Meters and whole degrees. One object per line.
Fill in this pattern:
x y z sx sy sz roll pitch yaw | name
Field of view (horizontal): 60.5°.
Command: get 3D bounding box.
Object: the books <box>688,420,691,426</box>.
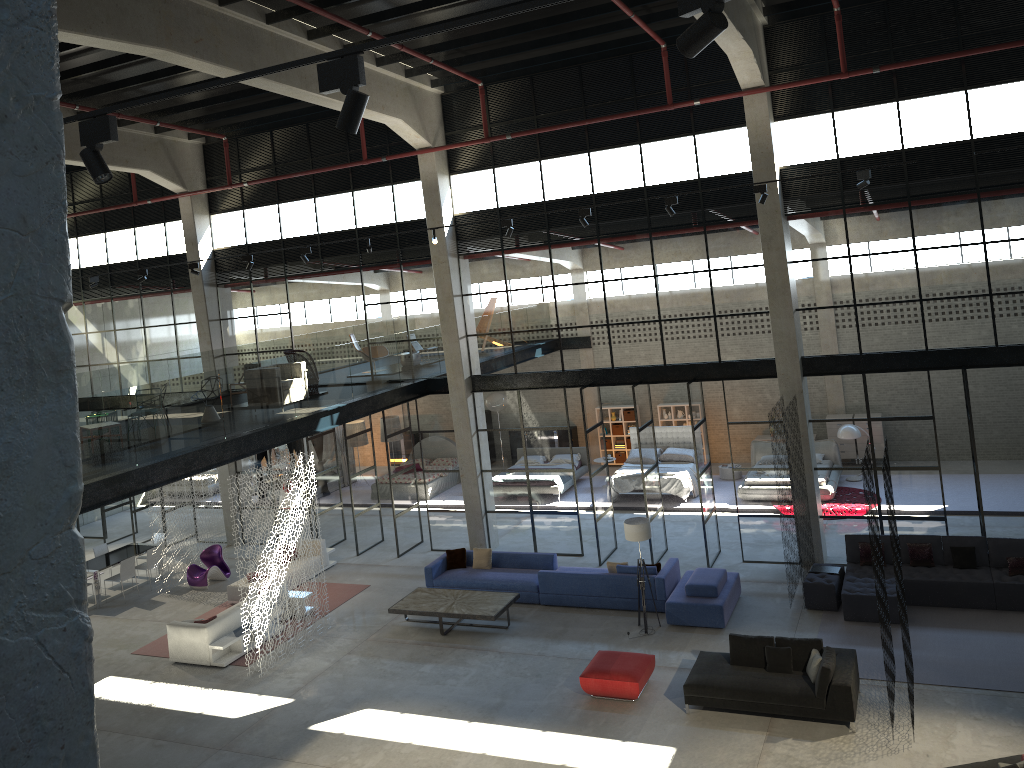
5.060 1.200 24.815 0.068 0.335 0.255 -7 2 25 | books

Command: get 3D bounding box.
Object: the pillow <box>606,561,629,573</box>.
1.880 3.292 15.387 0.399 0.382 0.208 -5 1 26 | pillow

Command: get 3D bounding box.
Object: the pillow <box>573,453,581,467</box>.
0.952 2.141 24.377 1.918 0.313 0.554 -3 6 24 | pillow

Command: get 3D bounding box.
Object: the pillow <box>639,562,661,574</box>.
2.392 3.264 15.199 0.398 0.372 0.260 -6 2 3 | pillow

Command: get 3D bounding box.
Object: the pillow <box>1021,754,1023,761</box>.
5.198 3.772 8.659 0.336 0.288 0.251 -6 3 11 | pillow

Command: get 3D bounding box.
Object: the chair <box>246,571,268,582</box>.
-5.147 3.863 17.693 0.417 0.108 0.406 -9 7 -19 | chair

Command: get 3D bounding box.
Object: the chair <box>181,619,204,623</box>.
-5.459 4.160 15.158 0.390 0.272 0.319 -6 4 0 | chair

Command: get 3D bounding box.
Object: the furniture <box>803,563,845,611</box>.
5.203 3.358 14.576 0.506 0.455 0.971 -4 6 30 | furniture

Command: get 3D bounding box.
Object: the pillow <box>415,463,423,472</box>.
-2.959 2.404 24.952 0.875 0.212 0.635 -6 6 4 | pillow

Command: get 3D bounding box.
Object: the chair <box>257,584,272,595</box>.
-4.633 3.920 16.209 0.266 0.322 0.400 -5 4 27 | chair

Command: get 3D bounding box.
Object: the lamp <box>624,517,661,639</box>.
2.074 3.108 14.119 0.427 1.746 0.672 -7 0 22 | lamp

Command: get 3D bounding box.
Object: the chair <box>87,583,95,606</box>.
-9.068 4.254 18.196 0.418 0.872 0.549 -6 1 25 | chair

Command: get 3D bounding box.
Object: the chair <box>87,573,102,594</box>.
-9.308 4.173 19.045 0.542 0.872 0.423 -6 1 25 | chair

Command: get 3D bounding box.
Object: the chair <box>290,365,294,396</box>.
-4.569 0.064 17.090 0.800 0.833 0.992 -5 4 25 | chair

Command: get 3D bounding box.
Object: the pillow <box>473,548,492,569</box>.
-0.571 3.369 16.907 0.399 0.382 0.208 -5 1 26 | pillow

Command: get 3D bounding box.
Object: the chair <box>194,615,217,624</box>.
-5.224 4.141 15.026 0.404 0.336 0.281 -8 3 -20 | chair

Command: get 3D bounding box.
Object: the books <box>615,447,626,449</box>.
3.201 1.844 25.707 0.307 0.055 0.232 -3 7 25 | books

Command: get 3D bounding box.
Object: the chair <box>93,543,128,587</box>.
-9.018 4.061 19.682 0.542 0.872 0.423 -6 1 25 | chair

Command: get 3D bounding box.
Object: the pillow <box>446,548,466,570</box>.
-1.082 3.405 17.094 0.398 0.372 0.260 -6 2 3 | pillow

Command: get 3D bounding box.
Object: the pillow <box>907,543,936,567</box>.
6.743 2.821 14.472 0.404 0.378 0.193 -5 1 25 | pillow

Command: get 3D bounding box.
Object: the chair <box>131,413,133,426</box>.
-6.342 0.512 15.173 0.485 0.808 0.499 -6 1 0 | chair

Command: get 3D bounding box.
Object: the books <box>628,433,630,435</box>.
3.524 1.409 25.535 0.255 0.071 0.216 -3 7 25 | books

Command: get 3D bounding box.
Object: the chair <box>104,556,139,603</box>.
-8.272 4.120 18.571 0.542 0.872 0.423 -6 1 25 | chair

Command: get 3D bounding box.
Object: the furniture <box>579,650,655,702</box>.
1.500 4.083 12.327 0.850 0.376 0.864 -4 6 25 | furniture

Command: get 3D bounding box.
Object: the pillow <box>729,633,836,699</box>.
3.641 3.578 11.475 0.749 0.418 1.576 -10 8 -36 | pillow

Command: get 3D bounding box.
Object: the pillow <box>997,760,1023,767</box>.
4.900 3.818 8.572 0.341 0.301 0.221 -6 2 -2 | pillow

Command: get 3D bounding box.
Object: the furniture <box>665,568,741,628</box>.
3.208 3.476 14.690 0.944 0.554 1.554 -4 7 25 | furniture

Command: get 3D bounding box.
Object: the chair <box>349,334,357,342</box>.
-3.597 -0.836 22.604 0.984 1.029 0.786 -8 3 -37 | chair

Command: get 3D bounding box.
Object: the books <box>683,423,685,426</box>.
4.882 1.243 24.843 0.088 0.276 0.188 -6 1 25 | books

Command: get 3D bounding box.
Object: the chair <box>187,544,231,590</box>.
-6.568 3.943 18.971 0.652 0.749 0.804 -5 3 25 | chair

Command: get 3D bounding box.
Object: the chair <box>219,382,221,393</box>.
-5.684 0.293 16.366 0.566 0.802 0.605 -6 2 -8 | chair

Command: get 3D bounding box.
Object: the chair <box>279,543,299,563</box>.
-4.763 3.615 18.743 0.414 0.336 0.255 -9 3 -32 | chair

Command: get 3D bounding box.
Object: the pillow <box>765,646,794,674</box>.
3.501 3.607 11.500 0.341 0.308 0.188 -5 2 22 | pillow

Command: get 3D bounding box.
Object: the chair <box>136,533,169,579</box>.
-8.223 3.927 20.057 0.418 0.872 0.549 -6 1 25 | chair

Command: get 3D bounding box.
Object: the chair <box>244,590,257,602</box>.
-4.790 3.970 15.949 0.268 0.318 0.396 -6 4 12 | chair

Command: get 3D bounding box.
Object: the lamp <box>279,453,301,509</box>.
-4.471 1.880 17.476 0.436 1.103 0.443 -6 0 33 | lamp

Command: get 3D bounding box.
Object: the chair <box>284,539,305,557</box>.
-4.700 3.582 18.937 0.383 0.338 0.252 -8 3 -31 | chair

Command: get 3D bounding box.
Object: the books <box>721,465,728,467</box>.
5.515 2.128 22.756 0.134 0.021 0.195 -3 8 25 | books

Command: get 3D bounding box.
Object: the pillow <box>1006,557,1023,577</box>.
7.996 2.871 13.784 0.381 0.231 0.329 -4 5 25 | pillow

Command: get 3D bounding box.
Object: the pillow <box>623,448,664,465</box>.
3.430 1.901 22.827 1.020 0.374 0.673 -3 6 28 | pillow

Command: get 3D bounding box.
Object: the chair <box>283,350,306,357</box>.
-4.539 -0.253 18.951 0.688 0.988 0.828 -6 2 -5 | chair

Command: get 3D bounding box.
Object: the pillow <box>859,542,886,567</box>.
6.065 2.869 14.773 0.411 0.345 0.237 -4 2 26 | pillow

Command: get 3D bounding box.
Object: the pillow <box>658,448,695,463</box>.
4.310 1.812 22.533 0.973 0.292 0.700 -3 7 27 | pillow

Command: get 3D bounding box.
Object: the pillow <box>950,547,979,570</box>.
7.323 2.824 14.203 0.381 0.335 0.220 -5 2 22 | pillow

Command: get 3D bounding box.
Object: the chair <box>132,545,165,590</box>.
-7.983 4.008 19.208 0.542 0.872 0.423 -6 1 25 | chair

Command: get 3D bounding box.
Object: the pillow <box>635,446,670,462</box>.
3.642 1.847 23.065 1.047 0.323 0.494 -3 5 24 | pillow

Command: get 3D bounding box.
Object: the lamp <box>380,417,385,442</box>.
-3.570 1.959 26.717 0.806 1.927 0.678 -6 0 -23 | lamp

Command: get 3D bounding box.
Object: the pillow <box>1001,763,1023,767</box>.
4.887 3.825 8.420 1.301 0.411 0.271 -7 1 -5 | pillow

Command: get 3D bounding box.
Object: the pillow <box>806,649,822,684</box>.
3.873 3.599 11.206 0.208 0.316 0.343 -6 3 4 | pillow

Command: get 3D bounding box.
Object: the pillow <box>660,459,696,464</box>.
4.357 1.895 22.598 0.954 0.331 0.723 -3 6 25 | pillow

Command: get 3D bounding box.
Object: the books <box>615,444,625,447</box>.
3.195 1.788 25.708 0.281 0.055 0.232 -3 7 25 | books
